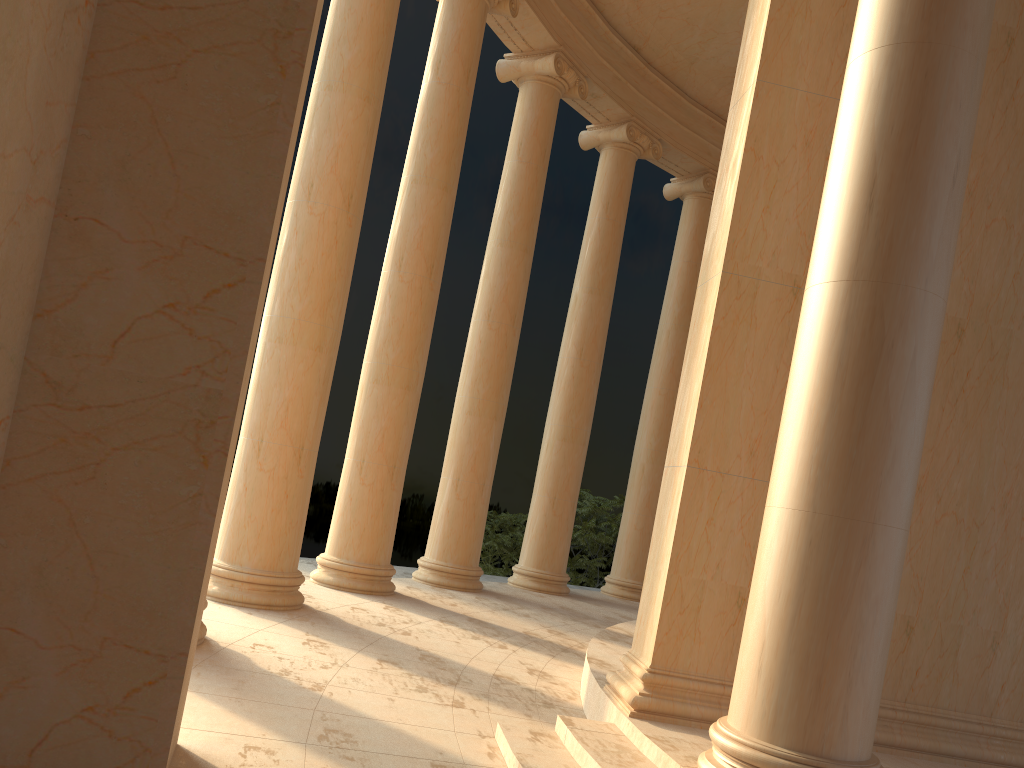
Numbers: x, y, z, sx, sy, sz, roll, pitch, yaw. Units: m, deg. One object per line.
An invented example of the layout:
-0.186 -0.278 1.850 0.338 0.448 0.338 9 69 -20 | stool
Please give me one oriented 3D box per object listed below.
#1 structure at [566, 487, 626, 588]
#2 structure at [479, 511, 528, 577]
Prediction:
147.296 339.504 1607.665 247.412 298.530 238.329 11 -4 -3 | structure
-37.035 306.812 1514.923 148.966 187.722 156.550 10 -4 6 | structure
